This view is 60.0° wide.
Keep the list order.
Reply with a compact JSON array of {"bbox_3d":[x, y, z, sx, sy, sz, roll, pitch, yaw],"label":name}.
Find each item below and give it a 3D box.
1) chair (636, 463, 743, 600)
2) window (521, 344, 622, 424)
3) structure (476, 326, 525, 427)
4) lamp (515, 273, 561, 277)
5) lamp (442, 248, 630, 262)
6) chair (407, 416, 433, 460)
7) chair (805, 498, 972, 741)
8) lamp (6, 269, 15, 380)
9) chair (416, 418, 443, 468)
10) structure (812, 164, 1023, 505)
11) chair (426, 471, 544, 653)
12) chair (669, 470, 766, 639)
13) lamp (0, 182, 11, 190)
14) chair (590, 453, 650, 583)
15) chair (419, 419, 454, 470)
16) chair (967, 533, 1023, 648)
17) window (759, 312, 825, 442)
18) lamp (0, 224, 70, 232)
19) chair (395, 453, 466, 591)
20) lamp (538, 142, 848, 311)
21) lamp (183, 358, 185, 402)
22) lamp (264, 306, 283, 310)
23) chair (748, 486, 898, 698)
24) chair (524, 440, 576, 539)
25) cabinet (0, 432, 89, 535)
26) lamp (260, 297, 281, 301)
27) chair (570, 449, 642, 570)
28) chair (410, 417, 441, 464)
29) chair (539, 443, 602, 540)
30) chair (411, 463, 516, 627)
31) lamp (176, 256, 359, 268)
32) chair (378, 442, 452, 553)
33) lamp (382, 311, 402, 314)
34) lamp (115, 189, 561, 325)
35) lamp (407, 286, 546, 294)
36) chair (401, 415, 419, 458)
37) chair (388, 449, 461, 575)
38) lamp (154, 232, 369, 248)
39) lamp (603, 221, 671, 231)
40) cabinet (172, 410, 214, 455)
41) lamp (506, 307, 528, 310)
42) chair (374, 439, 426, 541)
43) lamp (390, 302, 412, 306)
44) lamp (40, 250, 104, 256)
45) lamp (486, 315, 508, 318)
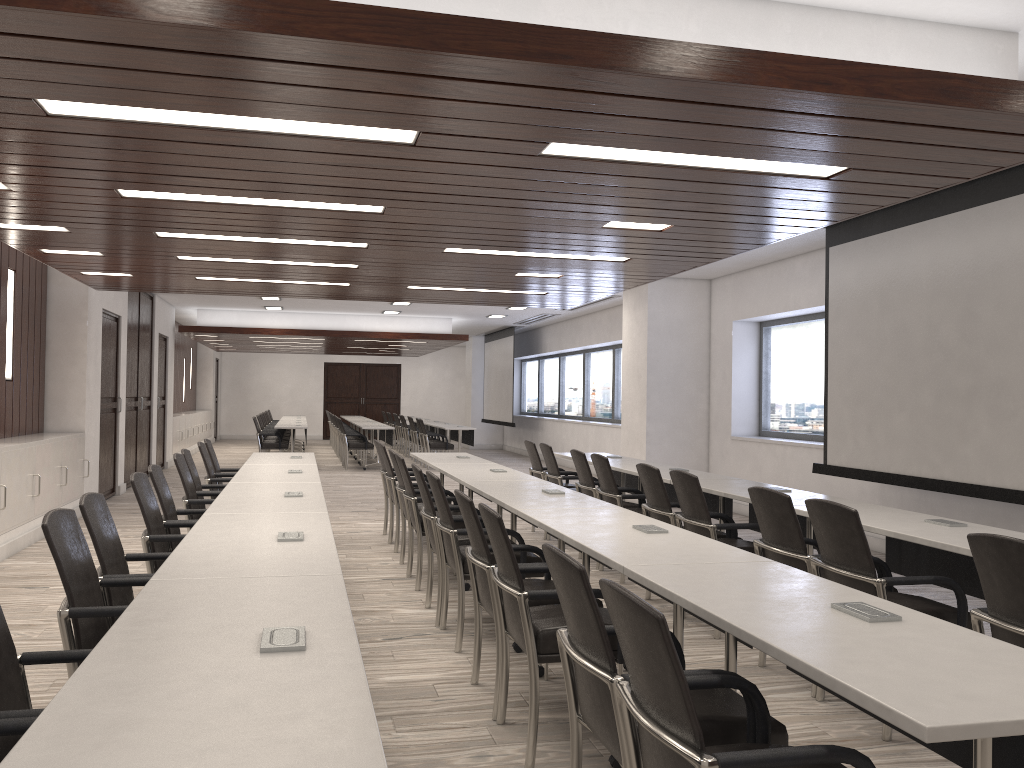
[{"bbox_3d":[1.153,0.991,5.828,0.638,0.939,0.513,1,-1,-13],"label":"chair"},{"bbox_3d":[1.503,0.022,17.876,0.118,1.419,10.452,1,-1,-13],"label":"window"},{"bbox_3d":[-0.338,-0.203,21.044,0.438,2.329,3.550,1,-1,-13],"label":"structure"},{"bbox_3d":[0.243,-1.016,8.075,0.421,0.046,0.236,1,-1,-13],"label":"lamp"},{"bbox_3d":[0.204,-1.034,6.935,1.496,0.045,0.236,1,-1,-13],"label":"lamp"},{"bbox_3d":[-1.883,1.144,18.621,0.638,0.939,0.513,1,-1,-14],"label":"chair"},{"bbox_3d":[1.628,0.967,3.838,0.638,0.939,0.513,1,-1,-13],"label":"chair"},{"bbox_3d":[-4.851,-0.567,8.468,0.094,1.058,0.236,1,-1,-13],"label":"lamp"},{"bbox_3d":[-1.545,1.126,17.134,0.638,0.939,0.513,1,-1,-14],"label":"chair"},{"bbox_3d":[3.170,-0.379,6.332,0.438,2.329,3.550,1,-1,-13],"label":"structure"},{"bbox_3d":[-0.167,0.957,4.975,0.638,0.939,0.513,1,-1,-14],"label":"chair"},{"bbox_3d":[1.288,0.985,5.321,0.638,0.939,0.513,1,-1,-14],"label":"chair"},{"bbox_3d":[-2.998,-1.116,4.815,0.464,0.045,0.236,1,-1,-13],"label":"lamp"},{"bbox_3d":[0.935,1.003,6.805,0.638,0.939,0.513,1,-1,-13],"label":"chair"},{"bbox_3d":[-1.424,1.120,16.625,0.638,0.939,0.513,1,-1,-13],"label":"chair"},{"bbox_3d":[1.856,0.955,2.873,0.638,0.939,0.513,1,-1,-14],"label":"chair"},{"bbox_3d":[3.941,-0.100,7.650,0.118,1.419,6.968,1,-1,-13],"label":"window"},{"bbox_3d":[-3.304,-1.101,6.099,0.464,0.045,0.236,1,-1,-13],"label":"lamp"},{"bbox_3d":[-0.536,0.975,6.446,0.638,0.939,0.513,1,-1,-14],"label":"chair"},{"bbox_3d":[1.182,-1.228,9.823,1.499,0.552,12.001,1,-1,3],"label":"lamp"},{"bbox_3d":[-7.893,-0.096,21.202,0.094,1.058,0.236,1,-1,-13],"label":"lamp"},{"bbox_3d":[-4.345,-1.437,16.184,0.324,0.120,0.519,1,-1,-13],"label":"lamp"},{"bbox_3d":[1.511,0.973,4.349,0.638,0.939,0.513,1,-1,-14],"label":"chair"},{"bbox_3d":[0.446,1.026,8.786,0.638,0.939,0.513,1,-1,-13],"label":"chair"},{"bbox_3d":[-3.996,0.836,6.042,0.476,0.698,7.540,1,-1,-13],"label":"cabinet"},{"bbox_3d":[-3.948,-1.457,14.519,0.324,0.120,0.519,1,-1,-13],"label":"lamp"},{"bbox_3d":[0.809,1.009,7.313,0.638,0.939,0.513,1,-1,-13],"label":"chair"},{"bbox_3d":[-1.779,1.138,18.108,0.638,0.939,0.513,1,-1,-13],"label":"chair"},{"bbox_3d":[0.583,1.020,8.283,0.638,0.939,0.513,1,-1,-13],"label":"chair"},{"bbox_3d":[-0.308,0.963,5.487,0.638,0.939,0.513,1,-1,-13],"label":"chair"},{"bbox_3d":[-2.055,-1.059,7.527,1.496,0.045,0.236,1,-1,-13],"label":"lamp"},{"bbox_3d":[-0.882,0.992,7.933,0.638,0.939,0.513,1,-1,-14],"label":"chair"},{"bbox_3d":[-2.266,-1.397,16.679,0.324,0.120,0.519,1,-1,-13],"label":"lamp"},{"bbox_3d":[-0.398,-1.220,11.838,1.469,0.552,14.295,1,-1,9],"label":"lamp"},{"bbox_3d":[-0.357,-1.006,9.289,1.496,0.045,0.236,1,-1,-13],"label":"lamp"},{"bbox_3d":[-2.128,1.155,19.581,0.638,0.939,0.513,1,-1,-13],"label":"chair"},{"bbox_3d":[-0.656,0.981,6.956,0.638,0.939,0.513,1,-1,-13],"label":"chair"},{"bbox_3d":[-1.800,-1.072,6.457,1.496,0.045,0.236,1,-1,-13],"label":"lamp"},{"bbox_3d":[0.804,-1.044,5.721,0.421,0.046,0.236,1,-1,-13],"label":"lamp"},{"bbox_3d":[-7.344,1.004,20.081,0.476,0.698,7.540,1,-1,-13],"label":"cabinet"},{"bbox_3d":[0.107,-1.379,15.485,0.324,0.120,0.519,1,-1,-13],"label":"lamp"},{"bbox_3d":[-1.002,0.999,8.446,0.638,0.939,0.513,1,-1,-14],"label":"chair"},{"bbox_3d":[-1.869,-1.417,15.015,0.324,0.120,0.519,1,-1,-13],"label":"lamp"},{"bbox_3d":[-3.559,-1.088,7.169,0.464,0.045,0.236,1,-1,-13],"label":"lamp"},{"bbox_3d":[-0.290,-1.359,17.150,0.324,0.120,0.519,1,-1,-13],"label":"lamp"}]
